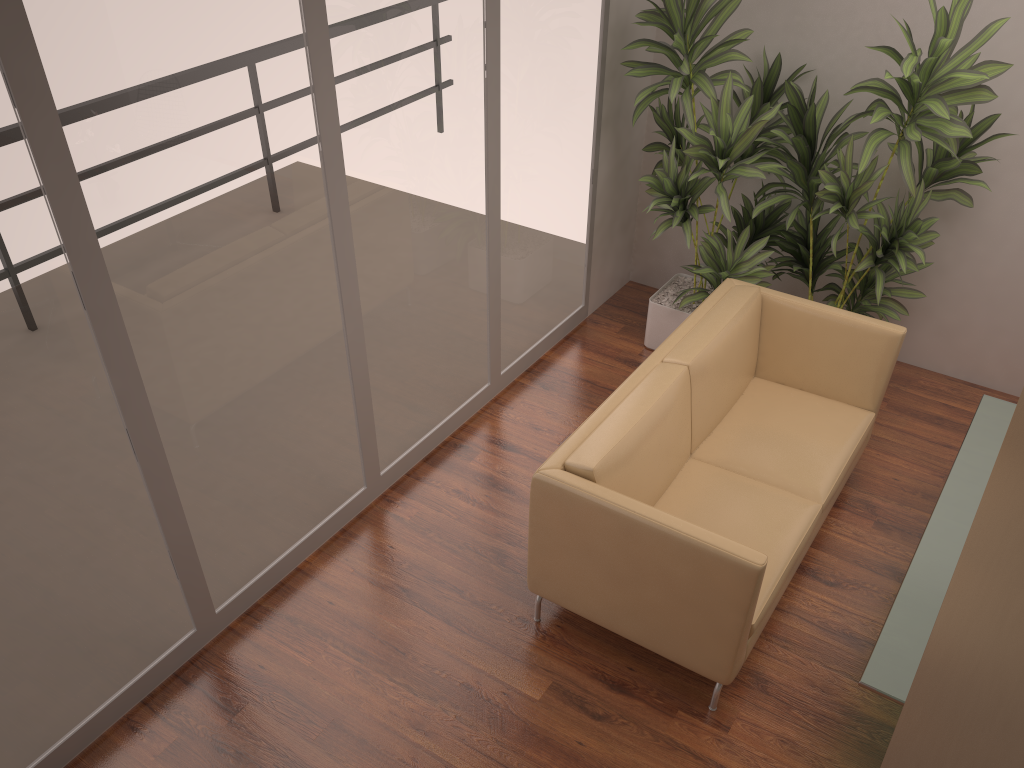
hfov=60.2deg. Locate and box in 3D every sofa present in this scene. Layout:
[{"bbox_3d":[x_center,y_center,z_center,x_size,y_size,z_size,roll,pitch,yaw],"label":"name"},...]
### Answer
[{"bbox_3d":[0.921,0.340,3.788,0.868,0.878,1.739,23,42,26],"label":"sofa"}]

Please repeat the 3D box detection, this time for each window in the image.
[{"bbox_3d":[-1.751,0.150,1.845,0.061,3.438,8.265,23,43,26],"label":"window"}]

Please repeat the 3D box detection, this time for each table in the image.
[{"bbox_3d":[1.985,0.866,3.330,0.928,0.587,1.806,22,42,27],"label":"table"}]

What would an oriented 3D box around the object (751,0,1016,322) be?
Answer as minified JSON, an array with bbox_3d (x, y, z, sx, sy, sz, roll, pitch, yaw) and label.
[{"bbox_3d":[1.696,-0.907,4.362,0.942,2.206,1.057,-30,47,-33],"label":"object"}]

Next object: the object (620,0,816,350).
[{"bbox_3d":[1.123,-1.114,4.639,1.058,2.206,0.941,-26,45,-30],"label":"object"}]
